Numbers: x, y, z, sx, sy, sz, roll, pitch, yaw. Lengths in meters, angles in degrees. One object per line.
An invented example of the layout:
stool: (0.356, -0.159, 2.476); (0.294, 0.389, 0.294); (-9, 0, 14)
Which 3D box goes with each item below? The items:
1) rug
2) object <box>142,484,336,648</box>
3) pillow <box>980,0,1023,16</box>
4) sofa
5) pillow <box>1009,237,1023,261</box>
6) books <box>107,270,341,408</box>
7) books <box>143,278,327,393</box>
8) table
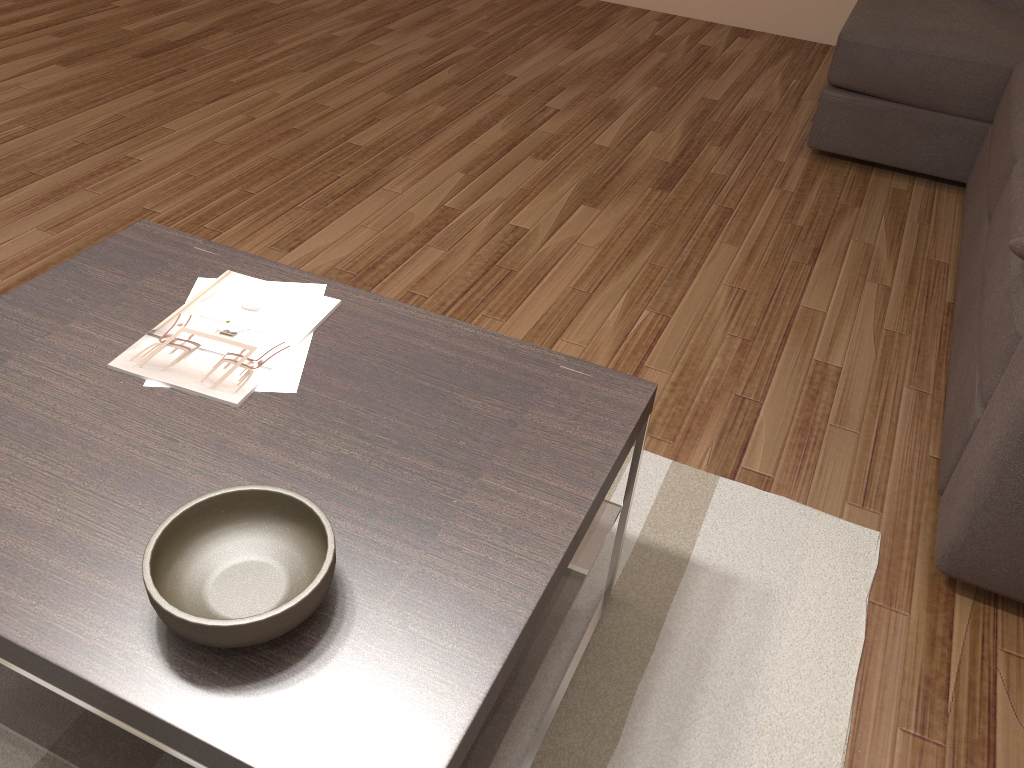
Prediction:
rug: (-0.479, 0.493, 1.691); (2.122, 0.024, 1.791); (19, 39, 17)
object: (-0.323, 0.227, 1.071); (0.219, 0.081, 0.219); (22, 40, 21)
pillow: (2.375, -1.596, 3.631); (0.645, 0.415, 0.792); (-14, 41, -23)
sofa: (1.919, -0.695, 2.918); (1.906, 0.776, 3.565); (19, 39, 17)
pillow: (1.444, -0.274, 1.645); (0.749, 0.470, 0.560); (1, 38, -6)
books: (-0.482, -0.089, 1.525); (0.241, 0.010, 0.332); (15, 39, 13)
books: (-0.467, -0.089, 1.539); (0.241, 0.008, 0.332); (3, 38, -3)
table: (-0.453, 0.277, 1.516); (1.110, 0.558, 0.856); (19, 39, 17)
